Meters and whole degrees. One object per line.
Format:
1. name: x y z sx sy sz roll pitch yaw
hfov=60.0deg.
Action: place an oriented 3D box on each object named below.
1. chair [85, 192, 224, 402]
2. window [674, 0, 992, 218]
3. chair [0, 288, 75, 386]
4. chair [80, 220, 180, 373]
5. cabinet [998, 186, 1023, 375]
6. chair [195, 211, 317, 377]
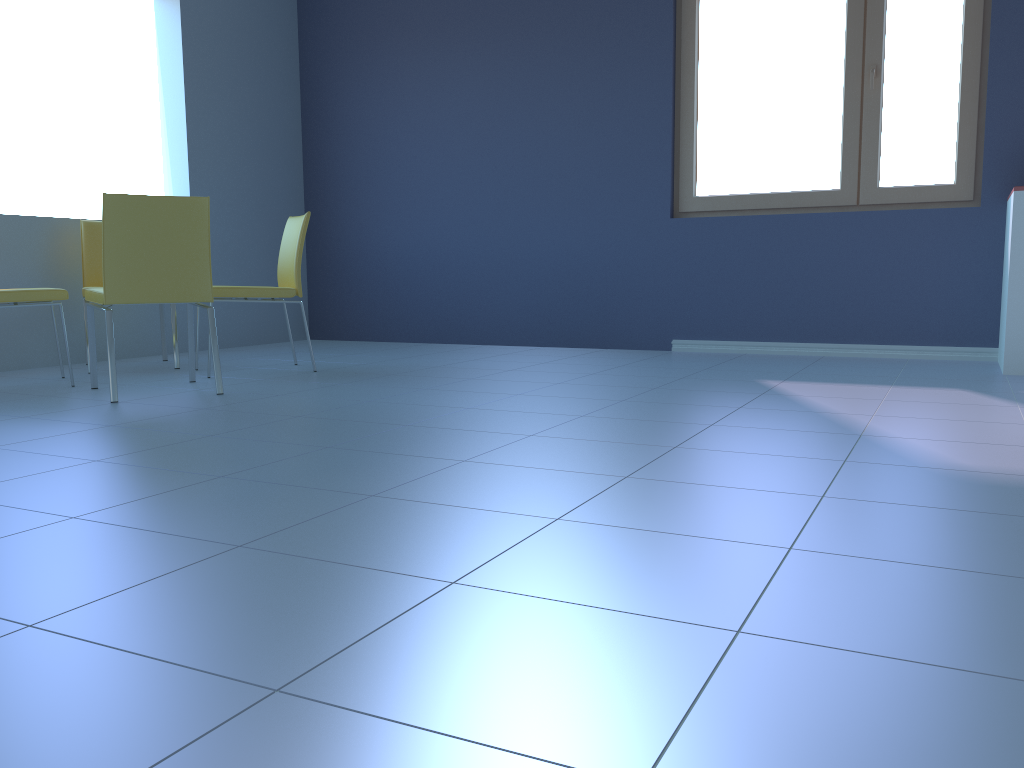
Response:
1. chair: -1.315 -0.320 3.232 0.387 0.695 0.484 -5 8 -32
2. window: 1.528 -1.487 4.400 1.475 1.263 0.142 3 8 27
3. chair: -2.013 -0.340 3.448 0.484 0.695 0.387 -5 8 -32
4. chair: -1.818 -0.432 4.183 0.387 0.695 0.484 -4 8 -27
5. cabinet: 2.718 -0.328 2.628 2.139 0.800 2.200 3 8 27
6. chair: -1.147 -0.407 3.946 0.484 0.699 0.387 -4 8 -27
